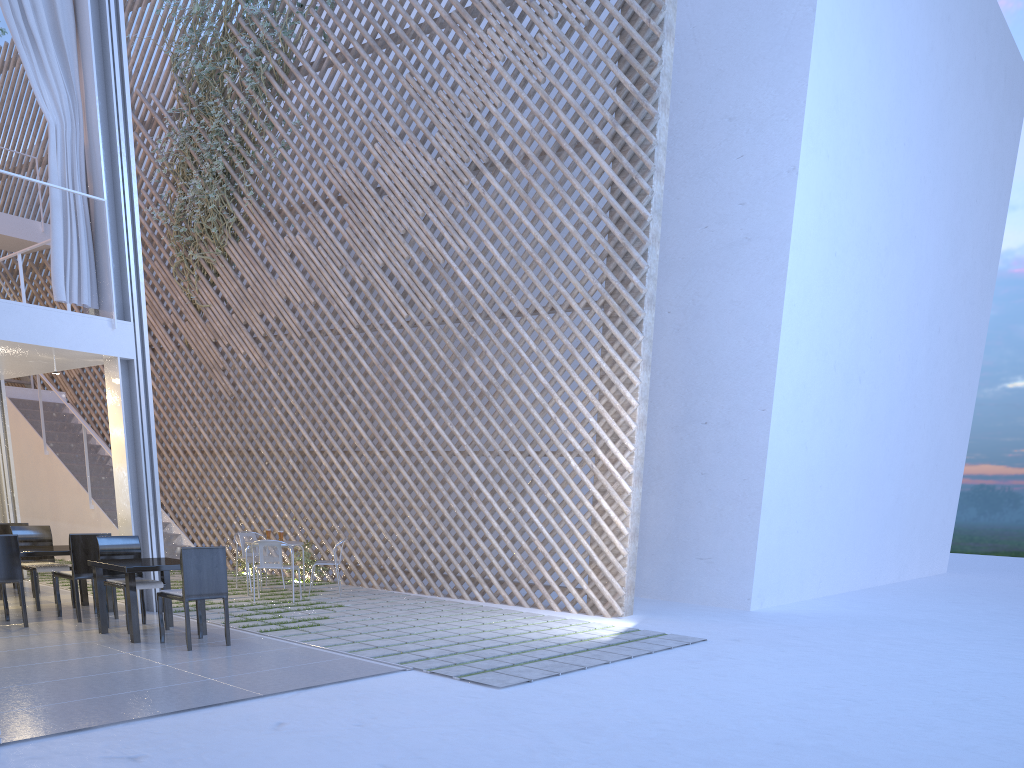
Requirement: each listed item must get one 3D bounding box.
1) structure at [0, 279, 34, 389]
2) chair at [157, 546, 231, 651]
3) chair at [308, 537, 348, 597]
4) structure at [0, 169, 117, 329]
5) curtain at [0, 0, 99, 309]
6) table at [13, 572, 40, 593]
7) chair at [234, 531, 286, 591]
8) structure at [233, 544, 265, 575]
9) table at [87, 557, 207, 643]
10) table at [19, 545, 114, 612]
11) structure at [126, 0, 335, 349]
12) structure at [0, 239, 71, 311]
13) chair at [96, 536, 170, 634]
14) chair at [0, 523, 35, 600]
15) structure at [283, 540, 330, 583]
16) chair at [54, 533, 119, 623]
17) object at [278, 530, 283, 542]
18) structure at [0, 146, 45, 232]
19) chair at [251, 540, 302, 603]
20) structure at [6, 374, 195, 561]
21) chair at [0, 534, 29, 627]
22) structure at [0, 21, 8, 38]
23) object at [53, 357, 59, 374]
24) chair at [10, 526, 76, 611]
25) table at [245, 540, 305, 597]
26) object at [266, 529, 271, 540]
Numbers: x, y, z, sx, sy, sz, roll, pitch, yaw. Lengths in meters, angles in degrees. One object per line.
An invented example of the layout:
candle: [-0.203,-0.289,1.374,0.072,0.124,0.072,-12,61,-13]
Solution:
structure: [-5.010,-0.872,7.426,1.237,1.979,0.509,7,13,33]
chair: [-1.335,0.884,3.433,0.232,0.460,0.185,9,13,39]
chair: [-1.161,1.151,5.212,0.249,0.398,0.247,1,8,-10]
structure: [-1.772,-0.038,3.008,1.411,1.873,1.331,7,8,40]
curtain: [-2.089,-1.618,3.444,0.095,2.538,0.491,13,17,38]
table: [-3.177,1.016,4.562,0.345,0.339,0.908,5,-2,41]
chair: [-1.672,1.155,5.384,0.241,0.398,0.255,9,10,40]
structure: [-1.991,1.337,6.278,0.263,0.272,0.256,-1,5,-42]
table: [-1.602,0.950,3.644,0.345,0.346,0.353,5,4,40]
table: [-2.461,0.964,3.985,0.345,0.339,0.908,5,-2,41]
structure: [-1.851,-1.660,5.680,2.326,2.863,0.701,5,12,30]
structure: [-2.565,-0.467,4.511,1.675,0.586,0.026,-2,8,39]
chair: [-1.721,0.912,3.744,0.232,0.460,0.185,9,13,39]
chair: [-2.835,0.987,4.608,0.232,0.460,0.185,9,13,39]
structure: [-1.481,1.269,5.883,0.313,0.338,0.285,4,5,25]
chair: [-2.080,0.933,3.999,0.232,0.460,0.185,9,13,39]
object: [-1.411,0.933,5.025,0.032,0.080,0.029,1,11,-5]
structure: [-4.287,-1.637,6.413,0.026,0.584,1.128,14,6,41]
chair: [-1.389,1.091,4.825,0.263,0.398,0.234,1,8,-5]
structure: [-3.607,0.454,6.468,1.933,2.060,1.138,4,9,33]
chair: [-2.345,0.883,3.694,0.232,0.460,0.185,9,13,39]
structure: [-6.169,-1.059,8.466,3.240,4.750,1.063,7,13,36]
object: [-3.464,0.244,4.013,1.817,0.851,1.653,-1,-4,38]
chair: [-2.440,0.959,4.289,0.232,0.460,0.185,9,13,39]
table: [-1.477,1.151,5.144,0.349,0.349,0.334,2,4,2]
object: [-1.532,0.948,5.174,0.032,0.080,0.029,1,11,-5]
